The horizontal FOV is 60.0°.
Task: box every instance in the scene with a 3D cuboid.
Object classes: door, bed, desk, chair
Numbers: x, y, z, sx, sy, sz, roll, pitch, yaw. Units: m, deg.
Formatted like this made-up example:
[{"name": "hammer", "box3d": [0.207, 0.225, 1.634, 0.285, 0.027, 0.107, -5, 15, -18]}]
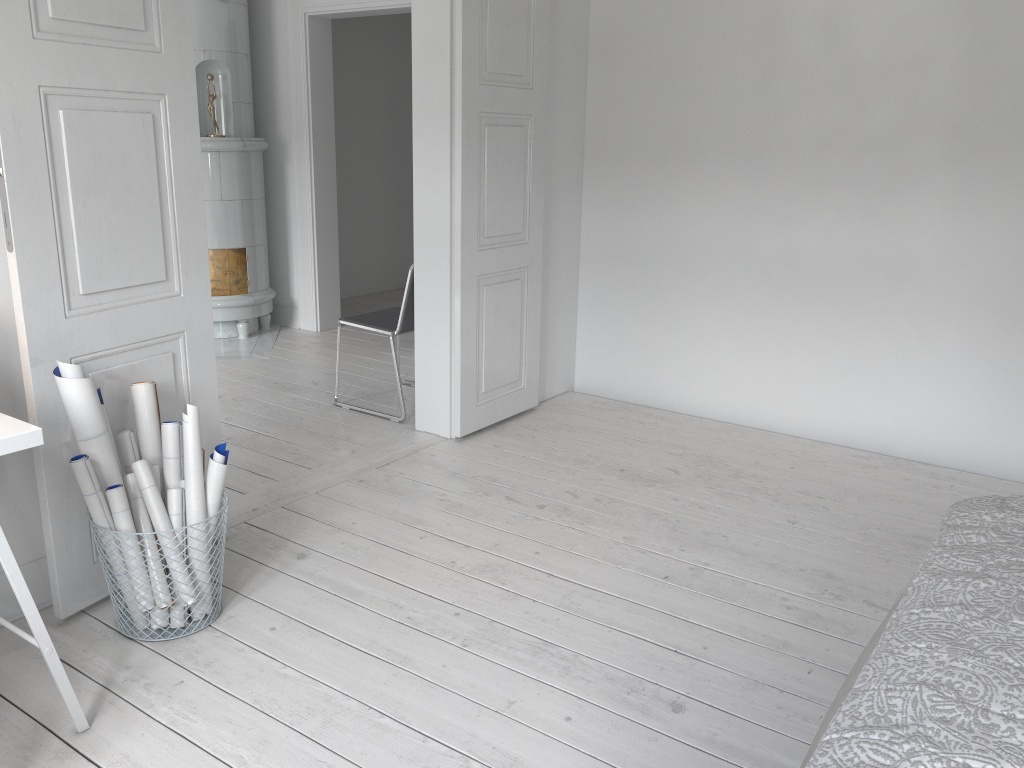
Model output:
[{"name": "door", "box3d": [-0.043, -0.941, 4.117, 0.034, 2.324, 0.667, 12, 19, 33]}, {"name": "bed", "box3d": [1.539, 0.574, 1.051, 2.177, 1.167, 1.889, 12, 19, 33]}, {"name": "door", "box3d": [-1.140, -0.520, 2.530, 0.034, 2.324, 0.678, 8, 17, 25]}, {"name": "desk", "box3d": [-1.571, 0.525, 1.722, 0.641, 0.775, 1.163, 12, 19, 33]}, {"name": "chair", "box3d": [-0.577, -0.287, 4.668, 0.525, 0.797, 0.562, 12, 19, 33]}]

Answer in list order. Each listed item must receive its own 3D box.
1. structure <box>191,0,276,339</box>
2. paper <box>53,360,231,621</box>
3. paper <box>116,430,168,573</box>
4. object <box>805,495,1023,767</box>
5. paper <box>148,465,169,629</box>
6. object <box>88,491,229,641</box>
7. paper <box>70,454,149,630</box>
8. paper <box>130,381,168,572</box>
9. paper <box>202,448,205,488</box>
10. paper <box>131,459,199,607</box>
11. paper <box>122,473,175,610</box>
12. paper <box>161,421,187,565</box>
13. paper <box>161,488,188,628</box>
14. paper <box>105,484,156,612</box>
[{"name": "structure", "box3d": [-2.060, -1.699, 5.994, 0.787, 2.740, 0.788, 6, 16, 17]}, {"name": "paper", "box3d": [-1.031, 0.296, 2.545, 0.431, 0.793, 0.181, -2, 16, -12]}, {"name": "paper", "box3d": [-1.079, 0.407, 2.618, 0.200, 0.541, 0.047, 13, 19, 37]}, {"name": "object", "box3d": [0.853, 0.451, 1.527, 0.405, 0.104, 1.461, 12, 19, 33]}, {"name": "paper", "box3d": [-1.032, 0.466, 2.559, 0.054, 0.431, 0.253, -4, 16, -19]}, {"name": "object", "box3d": [-1.012, 0.516, 2.587, 0.374, 0.350, 0.375, 12, 19, 35]}, {"name": "paper", "box3d": [-1.106, 0.446, 2.460, 0.166, 0.546, 0.046, -8, 18, -31]}, {"name": "paper", "box3d": [-1.069, 0.325, 2.670, 0.073, 0.668, 0.181, -9, 18, -32]}, {"name": "paper", "box3d": [-0.965, 0.424, 2.700, 0.057, 0.464, 0.123, 3, 16, 7]}, {"name": "paper", "box3d": [-0.990, 0.424, 2.533, 0.244, 0.402, 0.049, 13, 19, 36]}, {"name": "paper", "box3d": [-1.035, 0.446, 2.523, 0.047, 0.358, 0.239, -12, 20, -39]}, {"name": "paper", "box3d": [-1.005, 0.387, 2.651, 0.060, 0.553, 0.153, -1, 16, -10]}, {"name": "paper", "box3d": [-0.981, 0.493, 2.590, 0.078, 0.389, 0.234, -6, 17, -24]}, {"name": "paper", "box3d": [-1.058, 0.457, 2.464, 0.129, 0.360, 0.047, 8, 17, 23]}]
